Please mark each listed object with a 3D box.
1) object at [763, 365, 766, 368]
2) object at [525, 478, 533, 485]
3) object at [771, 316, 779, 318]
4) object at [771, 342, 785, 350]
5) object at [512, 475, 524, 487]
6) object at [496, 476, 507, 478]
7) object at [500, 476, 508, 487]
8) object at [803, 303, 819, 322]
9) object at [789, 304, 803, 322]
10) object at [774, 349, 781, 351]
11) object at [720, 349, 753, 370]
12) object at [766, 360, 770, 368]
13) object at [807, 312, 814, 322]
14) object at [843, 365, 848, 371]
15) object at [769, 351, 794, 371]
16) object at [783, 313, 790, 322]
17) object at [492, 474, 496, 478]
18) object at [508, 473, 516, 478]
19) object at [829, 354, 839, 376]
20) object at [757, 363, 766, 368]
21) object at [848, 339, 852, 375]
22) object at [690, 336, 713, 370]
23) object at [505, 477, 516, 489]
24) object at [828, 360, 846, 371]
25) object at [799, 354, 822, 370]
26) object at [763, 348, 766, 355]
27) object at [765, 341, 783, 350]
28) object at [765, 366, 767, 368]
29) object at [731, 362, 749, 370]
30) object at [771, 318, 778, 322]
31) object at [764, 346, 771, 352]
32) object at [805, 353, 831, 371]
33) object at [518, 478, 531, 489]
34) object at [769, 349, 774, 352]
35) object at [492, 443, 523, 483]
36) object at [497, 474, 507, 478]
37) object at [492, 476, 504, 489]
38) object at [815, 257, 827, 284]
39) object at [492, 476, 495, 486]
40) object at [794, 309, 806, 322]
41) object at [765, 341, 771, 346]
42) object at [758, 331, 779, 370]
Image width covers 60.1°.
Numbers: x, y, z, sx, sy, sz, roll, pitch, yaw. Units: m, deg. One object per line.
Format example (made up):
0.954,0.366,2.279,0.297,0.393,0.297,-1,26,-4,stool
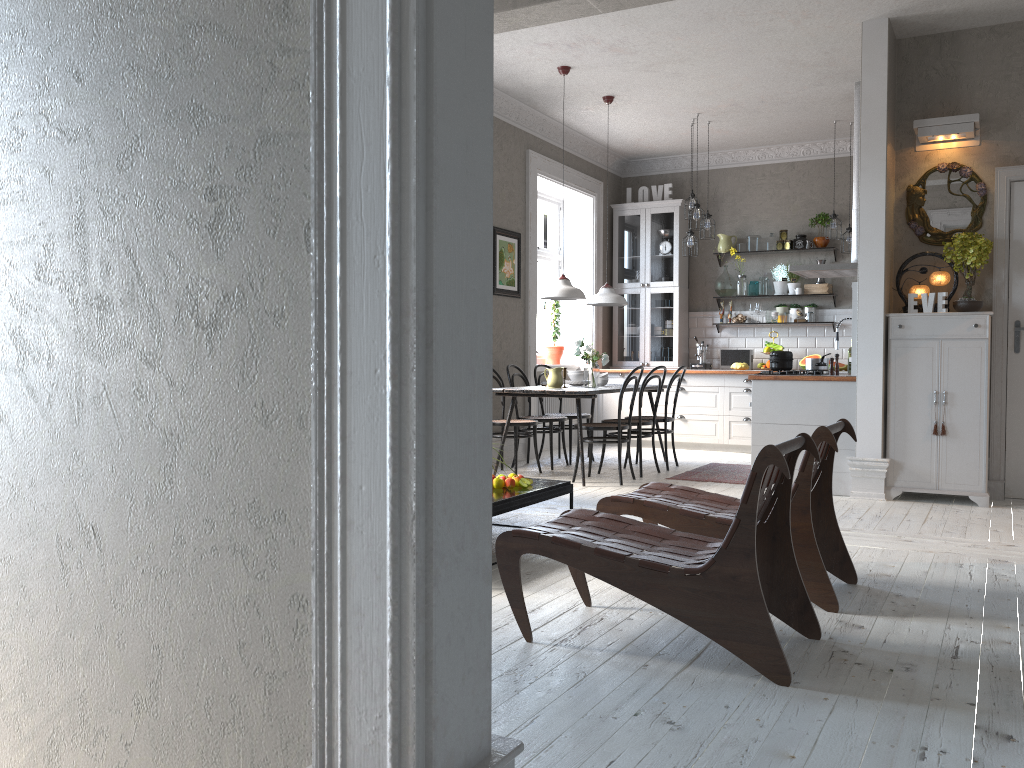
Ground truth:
2.750,-0.193,9.581,0.090,0.057,0.084,-1,2,-30,object
0.079,0.521,4.735,0.068,0.037,0.046,-1,2,-35,object
2.864,-0.712,9.645,0.076,0.051,0.078,1,2,21,object
2.879,-0.403,9.575,0.090,0.096,0.177,-1,2,-41,object
0.033,0.510,4.670,0.076,0.064,0.073,-1,2,-31,object
-0.055,0.519,4.790,0.063,0.039,0.067,1,2,34,object
-0.044,0.512,4.659,0.056,0.058,0.059,1,2,19,object
3.245,-0.770,9.608,0.156,0.213,0.155,1,2,26,object
3.097,-0.774,9.676,0.150,0.214,0.170,-1,2,-32,object
2.854,-0.345,9.519,0.075,0.062,0.100,0,2,2,object
2.477,-0.268,9.783,0.345,0.226,0.089,1,2,28,object
2.770,-0.216,9.446,0.113,0.110,0.111,0,2,-4,object
3.205,-0.718,9.500,0.076,0.108,0.079,1,2,22,object
3.478,-0.167,9.167,0.201,0.073,0.119,0,2,-9,object
2.039,-0.175,6.709,0.189,0.147,0.194,0,2,8,object
2.991,-0.723,9.641,0.076,0.108,0.079,1,2,22,object
-0.114,0.510,4.740,0.057,0.058,0.059,1,2,11,object
0.005,0.509,4.740,0.059,0.062,0.064,1,2,10,object
2.348,-0.145,6.453,0.071,0.167,0.036,1,2,28,object
2.733,-0.198,9.632,0.154,0.072,0.075,-1,2,-33,object
2.665,-0.211,6.896,0.088,0.282,0.083,1,2,29,object
2.096,-0.345,9.881,0.202,0.370,0.359,1,2,29,object
-0.009,0.515,4.595,0.057,0.058,0.056,-1,2,-37,object
3.306,-0.191,9.056,0.222,0.127,0.150,1,2,11,object
3.106,-0.221,9.218,0.222,0.174,0.231,-1,2,-40,object
2.769,-0.356,9.592,0.095,0.078,0.102,1,2,15,object
2.821,-0.412,9.527,0.206,0.101,0.068,1,2,34,object
2.771,-0.184,9.589,0.069,0.076,0.231,1,2,11,object
2.462,-0.191,9.560,0.193,0.083,0.192,1,2,29,object
2.864,-0.695,9.646,0.076,0.051,0.078,1,2,21,object
2.745,-0.370,9.518,0.080,0.069,0.058,-1,2,-42,object
2.386,-0.168,6.790,0.178,0.134,0.298,-1,2,-27,object
0.061,0.517,4.611,0.057,0.053,0.061,1,2,35,object
2.788,-0.347,9.514,0.062,0.061,0.068,1,2,28,object
-0.269,0.345,4.428,0.677,0.420,0.716,-1,2,-44,object
-0.055,0.511,4.719,0.062,0.058,0.061,0,2,-17,object
-0.071,0.512,4.600,0.063,0.063,0.060,-1,2,-30,object
3.315,-1.211,9.504,0.129,0.287,0.132,1,2,13,object
-0.109,0.513,4.675,0.057,0.056,0.061,1,2,15,object
3.119,-0.736,9.565,0.119,0.147,0.100,0,2,-4,object
2.766,-0.435,9.561,0.072,0.058,0.051,0,2,5,object
2.822,-0.357,9.559,0.348,0.425,0.355,1,2,13,object
